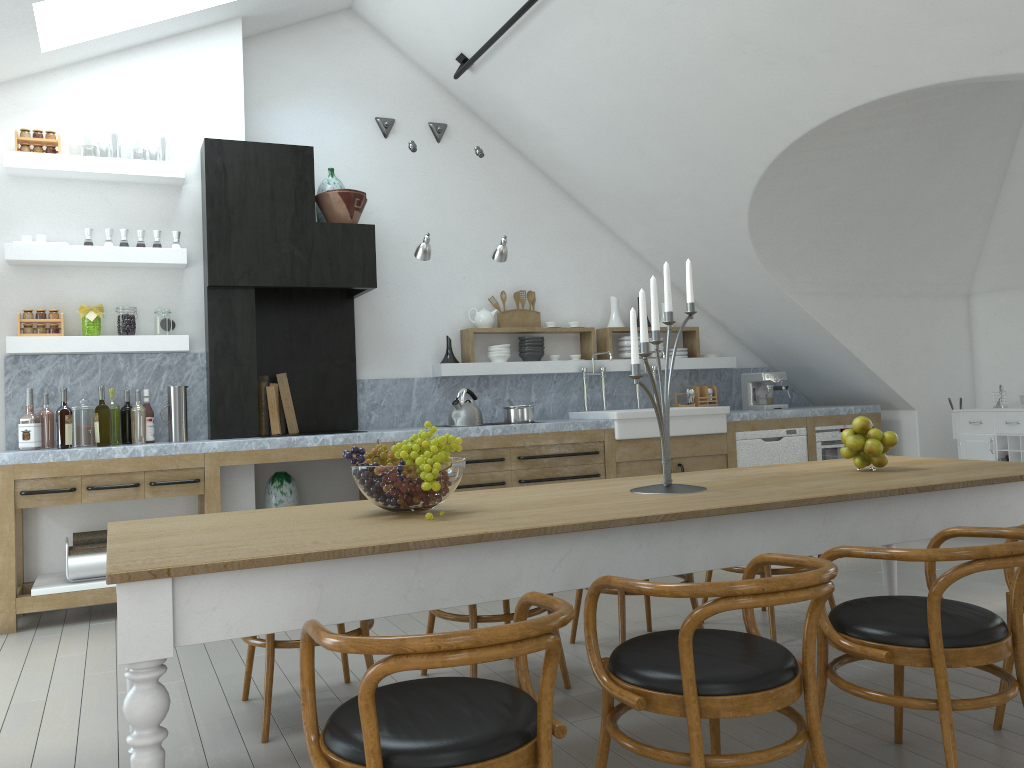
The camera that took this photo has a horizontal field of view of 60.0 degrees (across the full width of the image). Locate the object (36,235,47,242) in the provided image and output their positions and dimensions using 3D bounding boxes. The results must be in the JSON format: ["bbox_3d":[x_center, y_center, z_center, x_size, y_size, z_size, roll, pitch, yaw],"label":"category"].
[{"bbox_3d":[-2.789,-0.848,5.253,0.054,0.071,0.054,-1,-2,-25],"label":"object"}]

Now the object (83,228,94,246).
[{"bbox_3d":[-2.558,-0.880,5.355,0.068,0.124,0.063,-1,-3,-31],"label":"object"}]

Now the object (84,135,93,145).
[{"bbox_3d":[-2.595,-1.437,5.435,0.048,0.169,0.048,-2,-3,-16],"label":"object"}]

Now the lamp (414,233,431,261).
[{"bbox_3d":[-0.599,-0.911,5.932,0.115,0.178,0.164,-2,-2,-6],"label":"lamp"}]

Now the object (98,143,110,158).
[{"bbox_3d":[-2.476,-1.407,5.382,0.071,0.099,0.071,-4,-2,30],"label":"object"}]

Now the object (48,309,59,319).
[{"bbox_3d":[-2.723,-0.410,5.268,0.058,0.075,0.058,-2,-2,-1],"label":"object"}]

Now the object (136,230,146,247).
[{"bbox_3d":[-2.293,-0.889,5.475,0.068,0.124,0.063,-1,-3,-31],"label":"object"}]

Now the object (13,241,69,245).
[{"bbox_3d":[-2.788,-0.820,5.252,0.295,0.025,0.113,-2,-1,-24],"label":"object"}]

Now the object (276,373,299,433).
[{"bbox_3d":[-1.543,0.135,6.105,0.148,0.428,0.078,-3,-3,11],"label":"object"}]

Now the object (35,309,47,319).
[{"bbox_3d":[-2.784,-0.408,5.240,0.058,0.075,0.058,-2,-2,-1],"label":"object"}]

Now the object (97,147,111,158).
[{"bbox_3d":[-2.523,-1.401,5.461,0.094,0.093,0.093,-3,-2,8],"label":"object"}]

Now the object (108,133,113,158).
[{"bbox_3d":[-2.449,-1.447,5.447,0.054,0.179,0.054,-5,-3,42],"label":"object"}]

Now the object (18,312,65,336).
[{"bbox_3d":[-2.780,-0.345,5.237,0.237,0.146,0.120,-2,-2,-24],"label":"object"}]

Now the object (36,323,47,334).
[{"bbox_3d":[-2.781,-0.321,5.236,0.058,0.075,0.058,-2,-2,-1],"label":"object"}]

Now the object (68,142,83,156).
[{"bbox_3d":[-2.645,-1.404,5.370,0.081,0.105,0.081,-4,-3,34],"label":"object"}]

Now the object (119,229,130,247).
[{"bbox_3d":[-2.373,-0.887,5.423,0.068,0.124,0.063,-1,-3,-31],"label":"object"}]

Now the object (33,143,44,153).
[{"bbox_3d":[-2.826,-1.395,5.287,0.058,0.075,0.058,-2,-2,-1],"label":"object"}]

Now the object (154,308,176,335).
[{"bbox_3d":[-2.159,-0.384,5.505,0.103,0.178,0.207,-2,-2,-2],"label":"object"}]

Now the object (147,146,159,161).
[{"bbox_3d":[-2.223,-1.416,5.497,0.071,0.099,0.071,-4,-2,30],"label":"object"}]

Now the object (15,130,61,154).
[{"bbox_3d":[-2.825,-1.419,5.288,0.237,0.146,0.120,-2,-2,-24],"label":"object"}]

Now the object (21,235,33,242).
[{"bbox_3d":[-2.857,-0.840,5.224,0.058,0.061,0.057,-2,-2,-25],"label":"object"}]

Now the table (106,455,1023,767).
[{"bbox_3d":[0.458,0.772,3.043,3.349,0.800,1.017,-2,-2,-24],"label":"table"}]

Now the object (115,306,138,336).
[{"bbox_3d":[-2.355,-0.380,5.415,0.120,0.183,0.120,-2,-2,-9],"label":"object"}]

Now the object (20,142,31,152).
[{"bbox_3d":[-2.887,-1.393,5.259,0.058,0.075,0.058,-2,-2,-1],"label":"object"}]

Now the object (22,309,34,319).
[{"bbox_3d":[-2.846,-0.406,5.213,0.058,0.075,0.058,-2,-2,-1],"label":"object"}]

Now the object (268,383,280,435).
[{"bbox_3d":[-1.624,0.179,6.033,0.072,0.367,0.130,-2,-3,-6],"label":"object"}]

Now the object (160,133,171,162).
[{"bbox_3d":[-2.154,-1.463,5.514,0.063,0.187,0.063,-4,-3,34],"label":"object"}]

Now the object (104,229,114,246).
[{"bbox_3d":[-2.457,-0.883,5.401,0.068,0.124,0.063,-1,-3,-31],"label":"object"}]

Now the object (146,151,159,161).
[{"bbox_3d":[-2.270,-1.410,5.576,0.094,0.093,0.093,-3,-2,8],"label":"object"}]

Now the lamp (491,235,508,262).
[{"bbox_3d":[-0.071,-0.933,6.167,0.112,0.176,0.168,-1,-2,-32],"label":"lamp"}]

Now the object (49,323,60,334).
[{"bbox_3d":[-2.720,-0.324,5.264,0.058,0.075,0.058,-2,-2,-1],"label":"object"}]

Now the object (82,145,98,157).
[{"bbox_3d":[-2.559,-1.397,5.376,0.077,0.085,0.077,-3,-2,8],"label":"object"}]

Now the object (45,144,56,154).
[{"bbox_3d":[-2.765,-1.397,5.315,0.058,0.075,0.058,-2,-2,-1],"label":"object"}]

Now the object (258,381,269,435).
[{"bbox_3d":[-1.673,0.167,5.964,0.068,0.367,0.131,-2,-3,-10],"label":"object"}]

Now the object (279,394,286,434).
[{"bbox_3d":[-1.634,0.218,6.165,0.110,0.296,0.105,-5,-3,41],"label":"object"}]

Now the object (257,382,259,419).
[{"bbox_3d":[-1.731,0.163,5.953,0.057,0.359,0.074,-2,-3,-10],"label":"object"}]

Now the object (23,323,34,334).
[{"bbox_3d":[-2.842,-0.319,5.208,0.058,0.075,0.058,-2,-2,-1],"label":"object"}]

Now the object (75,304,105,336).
[{"bbox_3d":[-2.536,-0.381,5.330,0.163,0.199,0.128,-1,-3,-30],"label":"object"}]

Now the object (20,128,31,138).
[{"bbox_3d":[-2.891,-1.479,5.264,0.058,0.075,0.058,-2,-2,-1],"label":"object"}]

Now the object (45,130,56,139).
[{"bbox_3d":[-2.768,-1.484,5.319,0.058,0.075,0.058,-2,-2,-1],"label":"object"}]

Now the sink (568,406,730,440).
[{"bbox_3d":[1.052,0.296,6.831,1.021,0.202,0.726,-2,-1,-24],"label":"sink"}]

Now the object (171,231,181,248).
[{"bbox_3d":[-2.103,-0.896,5.551,0.068,0.124,0.063,-1,-3,-31],"label":"object"}]

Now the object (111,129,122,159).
[{"bbox_3d":[-2.407,-1.454,5.399,0.063,0.187,0.063,-4,-3,34],"label":"object"}]

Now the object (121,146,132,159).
[{"bbox_3d":[-2.392,-1.412,5.485,0.081,0.105,0.081,-4,-3,34],"label":"object"}]

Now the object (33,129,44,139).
[{"bbox_3d":[-2.829,-1.482,5.291,0.058,0.075,0.058,-2,-2,-1],"label":"object"}]

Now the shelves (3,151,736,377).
[{"bbox_3d":[-0.576,-0.738,6.594,5.551,1.363,0.479,-2,-3,-30],"label":"shelves"}]

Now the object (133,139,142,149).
[{"bbox_3d":[-2.342,-1.445,5.549,0.048,0.169,0.048,-2,-3,-16],"label":"object"}]

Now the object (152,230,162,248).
[{"bbox_3d":[-2.204,-0.892,5.505,0.068,0.124,0.063,-1,-3,-31],"label":"object"}]

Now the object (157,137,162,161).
[{"bbox_3d":[-2.196,-1.456,5.562,0.054,0.179,0.054,-5,-3,42],"label":"object"}]

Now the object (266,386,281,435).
[{"bbox_3d":[-1.589,0.181,5.918,0.081,0.336,0.148,-1,-3,-34],"label":"object"}]

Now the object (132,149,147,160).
[{"bbox_3d":[-2.306,-1.406,5.491,0.077,0.085,0.077,-3,-2,8],"label":"object"}]

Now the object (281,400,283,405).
[{"bbox_3d":[-1.552,0.225,6.181,0.113,0.252,0.057,-1,-3,-21],"label":"object"}]
